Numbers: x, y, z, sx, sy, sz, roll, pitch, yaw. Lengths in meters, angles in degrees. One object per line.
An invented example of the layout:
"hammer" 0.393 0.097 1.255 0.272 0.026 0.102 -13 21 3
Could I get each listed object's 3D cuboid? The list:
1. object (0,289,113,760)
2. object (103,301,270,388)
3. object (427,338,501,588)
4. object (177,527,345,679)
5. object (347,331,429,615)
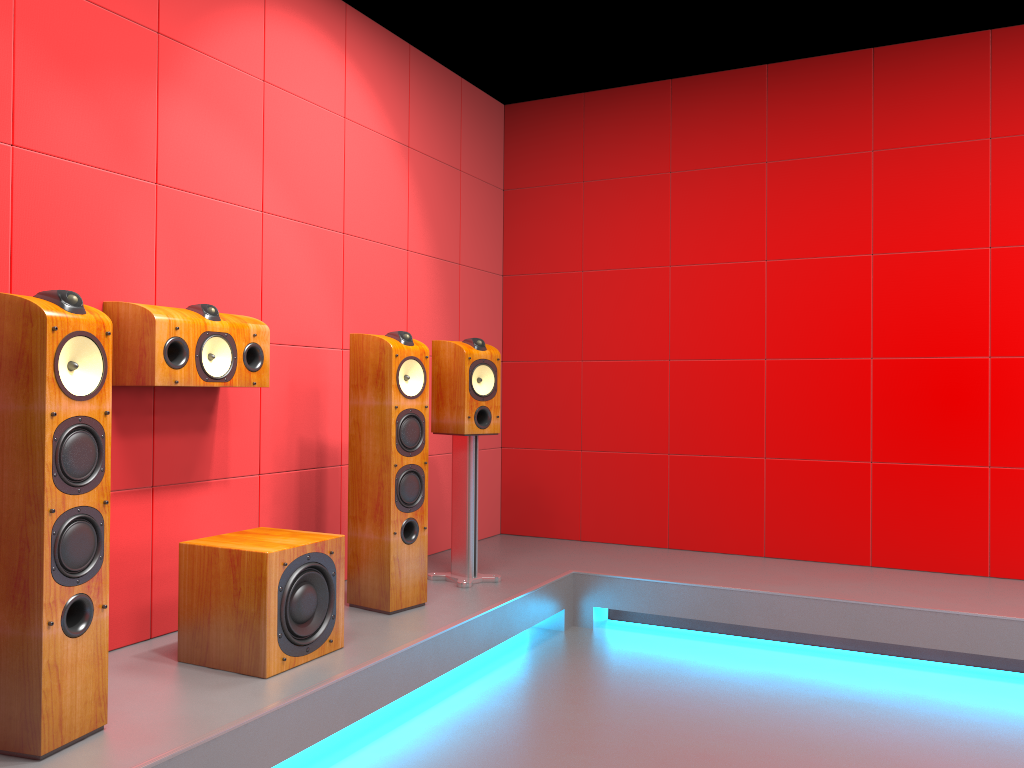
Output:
"object" -1.108 0.305 2.083 0.238 1.052 0.203 0 -1 17
"object" -1.051 -0.126 2.910 0.235 0.271 0.493 0 -1 27
"object" -0.205 0.328 3.883 0.231 1.058 0.265 1 -1 -43
"object" -0.768 0.661 2.757 0.360 0.360 0.360 0 -1 27
"object" -0.471 0.324 3.402 0.238 1.052 0.203 0 -1 37
